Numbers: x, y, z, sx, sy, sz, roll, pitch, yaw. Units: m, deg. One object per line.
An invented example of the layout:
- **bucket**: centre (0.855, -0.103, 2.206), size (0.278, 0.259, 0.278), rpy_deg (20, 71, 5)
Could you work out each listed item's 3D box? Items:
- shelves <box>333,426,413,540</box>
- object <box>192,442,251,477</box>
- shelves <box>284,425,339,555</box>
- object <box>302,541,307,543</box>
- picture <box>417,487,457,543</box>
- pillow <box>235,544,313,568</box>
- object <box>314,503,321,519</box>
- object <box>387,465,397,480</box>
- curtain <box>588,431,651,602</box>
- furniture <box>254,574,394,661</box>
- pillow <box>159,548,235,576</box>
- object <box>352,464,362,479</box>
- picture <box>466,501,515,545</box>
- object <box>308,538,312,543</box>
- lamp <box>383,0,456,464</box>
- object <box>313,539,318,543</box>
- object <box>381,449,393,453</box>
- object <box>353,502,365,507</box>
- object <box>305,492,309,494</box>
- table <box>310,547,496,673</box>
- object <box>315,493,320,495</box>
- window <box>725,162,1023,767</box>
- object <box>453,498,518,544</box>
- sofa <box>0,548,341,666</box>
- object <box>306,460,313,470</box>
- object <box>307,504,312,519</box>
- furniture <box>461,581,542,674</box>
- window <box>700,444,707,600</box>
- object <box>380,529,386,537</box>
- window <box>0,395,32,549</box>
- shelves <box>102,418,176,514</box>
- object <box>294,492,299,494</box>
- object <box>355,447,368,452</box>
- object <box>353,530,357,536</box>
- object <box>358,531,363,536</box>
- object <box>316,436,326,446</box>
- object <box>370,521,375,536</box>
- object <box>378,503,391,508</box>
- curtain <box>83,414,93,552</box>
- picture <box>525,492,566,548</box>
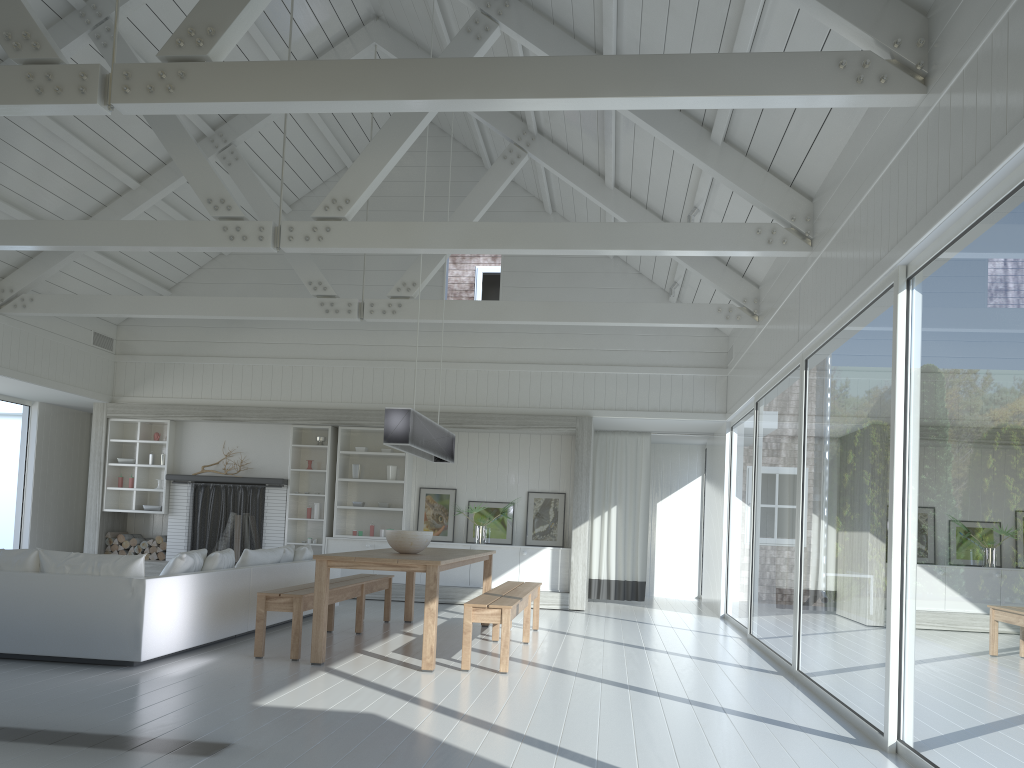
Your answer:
- **shelves**: centre (-1.787, 1.327, 11.690), size (0.938, 1.435, 0.609), rpy_deg (2, -4, 7)
- **object**: centre (-3.749, 0.977, 11.548), size (0.785, 0.499, 0.459), rpy_deg (6, -6, -24)
- **shelves**: centre (-2.636, 1.581, 11.772), size (0.540, 1.989, 0.609), rpy_deg (2, -3, 7)
- **object**: centre (-2.741, 2.082, 11.621), size (0.054, 0.025, 0.055), rpy_deg (2, -8, 7)
- **picture**: centre (-0.988, 1.713, 11.540), size (0.494, 0.700, 0.066), rpy_deg (2, -3, 7)
- **pillow**: centre (-2.301, 1.820, 8.631), size (0.462, 0.474, 2.076), rpy_deg (3, -9, -1)
- **object**: centre (-2.570, 1.674, 11.619), size (0.072, 0.210, 0.072), rpy_deg (2, -4, 6)
- **object**: centre (-1.574, 1.168, 11.531), size (0.103, 0.195, 0.103), rpy_deg (6, -5, -38)
- **curtain**: centre (1.408, 1.824, 12.312), size (1.006, 2.357, 0.117), rpy_deg (2, -3, 7)
- **furniture**: centre (-1.517, 1.948, 7.600), size (0.340, 0.467, 2.706), rpy_deg (2, -9, 7)
- **pillow**: centre (-2.523, 1.548, 6.984), size (0.466, 0.474, 1.330), rpy_deg (3, -8, -2)
- **object**: centre (-2.040, 1.157, 11.584), size (0.102, 0.195, 0.103), rpy_deg (2, -4, 7)
- **picture**: centre (-0.282, 1.807, 11.466), size (0.609, 0.550, 0.054), rpy_deg (2, -3, 6)
- **object**: centre (-2.663, 2.061, 11.613), size (0.054, 0.070, 0.055), rpy_deg (2, -5, 6)
- **lamp**: centre (-0.669, -1.494, 7.643), size (0.200, 4.218, 1.920), rpy_deg (2, -4, 7)
- **object**: centre (-2.590, 2.067, 11.603), size (0.058, 0.060, 0.058), rpy_deg (2, -6, 6)
- **object**: centre (-1.656, 0.900, 11.698), size (0.141, 0.066, 0.142), rpy_deg (2, -8, 7)
- **object**: centre (-2.009, 1.578, 11.557), size (0.141, 0.066, 0.142), rpy_deg (2, -8, 7)
- **object**: centre (-2.705, 1.443, 11.632), size (0.054, 0.025, 0.055), rpy_deg (2, -8, 7)
- **table**: centre (-0.791, 1.821, 7.531), size (0.905, 0.757, 2.977), rpy_deg (2, -9, 7)
- **object**: centre (-2.581, 1.455, 11.672), size (0.054, 0.025, 0.055), rpy_deg (2, -8, 7)
- **window**: centre (2.049, 0.787, 5.466), size (0.080, 2.401, 11.034), rpy_deg (2, -9, 7)
- **object**: centre (-0.356, 1.718, 11.178), size (0.971, 0.626, 0.627), rpy_deg (2, -6, 4)
- **sofa**: centre (-3.847, 1.748, 7.874), size (3.475, 0.733, 4.174), rpy_deg (1, -9, 7)
- **object**: centre (-2.675, 1.077, 11.663), size (0.138, 0.129, 0.137), rpy_deg (8, -8, -41)
- **object**: centre (-2.676, 1.679, 11.633), size (0.054, 0.195, 0.054), rpy_deg (2, -3, 6)
- **furniture**: centre (-0.029, 1.985, 7.431), size (0.340, 0.467, 2.706), rpy_deg (2, -9, 7)
- **window**: centre (2.967, 2.096, 13.443), size (0.037, 2.414, 0.952), rpy_deg (2, -4, 7)
- **object**: centre (-1.673, 1.955, 11.544), size (0.092, 0.095, 0.091), rpy_deg (-2, -8, 40)
- **window**: centre (-7.019, 0.737, 7.606), size (0.080, 2.402, 8.798), rpy_deg (2, -9, 7)
- **shelves**: centre (-4.939, 1.124, 11.924), size (0.865, 1.232, 0.553), rpy_deg (2, -4, 7)
- **object**: centre (-2.828, 1.431, 11.591), size (0.054, 0.025, 0.055), rpy_deg (2, -8, 7)
- **object**: centre (-1.978, 0.869, 11.592), size (0.141, 0.066, 0.142), rpy_deg (2, -8, 7)
- **object**: centre (-2.059, 1.947, 11.533), size (0.054, 0.070, 0.055), rpy_deg (4, -5, -15)
- **object**: centre (-1.987, 1.958, 11.551), size (0.058, 0.060, 0.058), rpy_deg (4, -6, -16)
- **object**: centre (-2.527, 0.761, 11.636), size (0.161, 0.123, 0.163), rpy_deg (-3, -9, 39)
- **object**: centre (-1.829, 1.894, 11.526), size (0.054, 0.195, 0.054), rpy_deg (2, -3, 6)
- **object**: centre (-1.686, 1.609, 11.663), size (0.141, 0.066, 0.142), rpy_deg (2, -8, 7)
- **curtain**: centre (-6.007, 1.617, 13.013), size (0.630, 2.357, 0.117), rpy_deg (2, -3, 6)
- **picture**: centre (0.433, 1.748, 11.378), size (0.494, 0.700, 0.066), rpy_deg (2, -3, 7)
